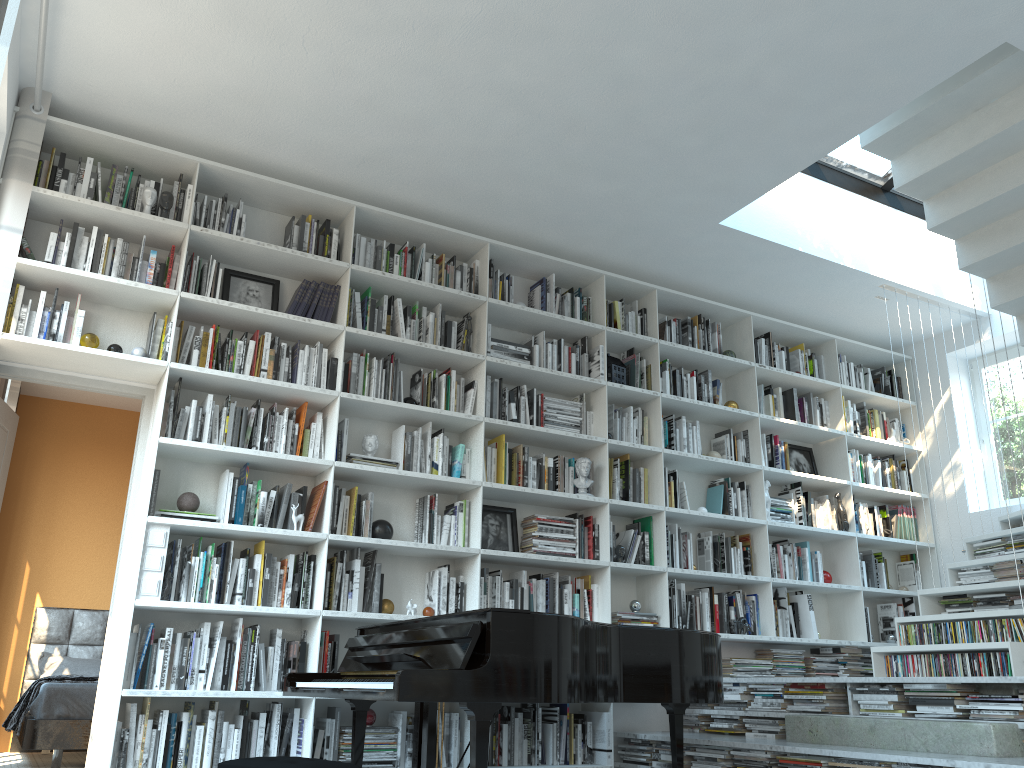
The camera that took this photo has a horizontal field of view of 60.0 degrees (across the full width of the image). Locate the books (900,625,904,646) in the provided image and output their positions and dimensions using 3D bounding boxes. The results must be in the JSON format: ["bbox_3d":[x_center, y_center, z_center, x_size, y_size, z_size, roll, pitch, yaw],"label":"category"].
[{"bbox_3d":[2.317,1.476,5.174,0.125,0.125,0.009,11,-21,-27],"label":"books"}]

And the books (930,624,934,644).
[{"bbox_3d":[2.414,1.420,5.008,0.125,0.125,0.008,11,-21,-27],"label":"books"}]

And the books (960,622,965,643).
[{"bbox_3d":[2.505,1.368,4.852,0.125,0.125,0.008,11,-21,-27],"label":"books"}]

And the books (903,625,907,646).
[{"bbox_3d":[2.328,1.469,5.155,0.125,0.125,0.008,11,-21,-27],"label":"books"}]

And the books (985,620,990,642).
[{"bbox_3d":[2.576,1.327,4.730,0.125,0.125,0.009,11,-21,-27],"label":"books"}]

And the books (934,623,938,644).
[{"bbox_3d":[2.425,1.413,4.988,0.125,0.125,0.007,11,-21,-27],"label":"books"}]

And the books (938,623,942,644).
[{"bbox_3d":[2.440,1.405,4.964,0.125,0.125,0.008,11,-21,-27],"label":"books"}]

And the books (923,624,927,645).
[{"bbox_3d":[2.391,1.433,5.047,0.125,0.125,0.007,11,-21,-27],"label":"books"}]

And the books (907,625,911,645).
[{"bbox_3d":[2.339,1.463,5.136,0.125,0.125,0.008,11,-21,-27],"label":"books"}]

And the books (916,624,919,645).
[{"bbox_3d":[2.368,1.446,5.086,0.125,0.125,0.008,11,-21,-27],"label":"books"}]

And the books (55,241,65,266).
[{"bbox_3d":[-2.198,-0.574,4.290,0.024,0.191,0.138,11,-21,-27],"label":"books"}]

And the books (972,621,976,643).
[{"bbox_3d":[2.539,1.348,4.793,0.125,0.125,0.009,11,-21,-27],"label":"books"}]

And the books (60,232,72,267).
[{"bbox_3d":[-2.165,-0.594,4.285,0.023,0.227,0.172,11,-21,-27],"label":"books"}]

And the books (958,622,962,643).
[{"bbox_3d":[2.498,1.372,4.864,0.125,0.125,0.008,11,-21,-27],"label":"books"}]

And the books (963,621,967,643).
[{"bbox_3d":[2.512,1.364,4.839,0.125,0.125,0.008,11,-21,-27],"label":"books"}]

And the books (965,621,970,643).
[{"bbox_3d":[2.519,1.359,4.827,0.125,0.125,0.008,11,-21,-27],"label":"books"}]

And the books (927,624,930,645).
[{"bbox_3d":[2.403,1.426,5.027,0.125,0.125,0.007,11,-21,-27],"label":"books"}]

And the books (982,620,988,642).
[{"bbox_3d":[2.569,1.331,4.741,0.125,0.125,0.018,11,-21,-27],"label":"books"}]

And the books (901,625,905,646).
[{"bbox_3d":[2.321,1.473,5.167,0.125,0.125,0.008,11,-21,-27],"label":"books"}]

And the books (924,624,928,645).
[{"bbox_3d":[2.395,1.431,5.040,0.125,0.125,0.009,11,-21,-27],"label":"books"}]

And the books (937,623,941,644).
[{"bbox_3d":[2.436,1.407,4.970,0.125,0.125,0.008,11,-21,-27],"label":"books"}]

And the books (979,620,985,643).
[{"bbox_3d":[2.560,1.336,4.758,0.125,0.125,0.007,11,-21,-27],"label":"books"}]

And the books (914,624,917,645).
[{"bbox_3d":[2.361,1.451,5.099,0.125,0.125,0.007,11,-21,-27],"label":"books"}]

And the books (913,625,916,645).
[{"bbox_3d":[2.357,1.452,5.105,0.125,0.125,0.007,11,-21,-27],"label":"books"}]

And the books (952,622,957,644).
[{"bbox_3d":[2.482,1.381,4.892,0.125,0.125,0.007,11,-21,-27],"label":"books"}]

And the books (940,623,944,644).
[{"bbox_3d":[2.443,1.403,4.958,0.125,0.125,0.008,11,-21,-27],"label":"books"}]

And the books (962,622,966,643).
[{"bbox_3d":[2.509,1.366,4.845,0.125,0.125,0.008,11,-21,-27],"label":"books"}]

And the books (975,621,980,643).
[{"bbox_3d":[2.544,1.345,4.784,0.125,0.125,0.016,11,-21,-27],"label":"books"}]

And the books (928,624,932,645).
[{"bbox_3d":[2.407,1.424,5.021,0.125,0.125,0.008,11,-21,-27],"label":"books"}]

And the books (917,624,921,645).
[{"bbox_3d":[2.372,1.444,5.080,0.125,0.125,0.008,11,-21,-27],"label":"books"}]

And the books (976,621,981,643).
[{"bbox_3d":[2.551,1.341,4.772,0.125,0.125,0.013,11,-21,-27],"label":"books"}]

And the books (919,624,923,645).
[{"bbox_3d":[2.377,1.441,5.072,0.125,0.125,0.010,11,-21,-27],"label":"books"}]

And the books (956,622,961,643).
[{"bbox_3d":[2.493,1.375,4.872,0.125,0.125,0.010,11,-21,-27],"label":"books"}]

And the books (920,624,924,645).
[{"bbox_3d":[2.382,1.438,5.063,0.125,0.125,0.010,11,-21,-27],"label":"books"}]

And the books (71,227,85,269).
[{"bbox_3d":[-2.131,-0.609,4.331,0.028,0.287,0.133,11,-21,-27],"label":"books"}]

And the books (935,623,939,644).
[{"bbox_3d":[2.429,1.411,4.982,0.125,0.125,0.007,11,-21,-27],"label":"books"}]

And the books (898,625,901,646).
[{"bbox_3d":[2.309,1.480,5.187,0.125,0.125,0.009,11,-21,-27],"label":"books"}]

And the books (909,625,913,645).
[{"bbox_3d":[2.348,1.458,5.121,0.125,0.125,0.012,11,-21,-27],"label":"books"}]

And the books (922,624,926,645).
[{"bbox_3d":[2.387,1.436,5.054,0.125,0.125,0.010,11,-21,-27],"label":"books"}]

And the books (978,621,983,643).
[{"bbox_3d":[2.556,1.339,4.765,0.125,0.125,0.009,11,-21,-27],"label":"books"}]

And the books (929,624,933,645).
[{"bbox_3d":[2.410,1.422,5.015,0.125,0.125,0.008,11,-21,-27],"label":"books"}]

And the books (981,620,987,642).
[{"bbox_3d":[2.564,1.334,4.750,0.125,0.125,0.012,11,-21,-27],"label":"books"}]

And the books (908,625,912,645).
[{"bbox_3d":[2.344,1.460,5.129,0.125,0.125,0.010,11,-21,-27],"label":"books"}]

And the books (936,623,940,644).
[{"bbox_3d":[2.433,1.409,4.976,0.125,0.125,0.007,11,-21,-27],"label":"books"}]

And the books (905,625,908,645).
[{"bbox_3d":[2.332,1.467,5.149,0.125,0.125,0.009,11,-21,-27],"label":"books"}]

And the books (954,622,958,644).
[{"bbox_3d":[2.485,1.379,4.885,0.125,0.125,0.007,11,-21,-27],"label":"books"}]

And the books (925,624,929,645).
[{"bbox_3d":[2.399,1.429,5.034,0.125,0.125,0.009,11,-21,-27],"label":"books"}]

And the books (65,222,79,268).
[{"bbox_3d":[-2.142,-0.617,4.300,0.023,0.281,0.186,11,-21,-27],"label":"books"}]

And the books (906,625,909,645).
[{"bbox_3d":[2.336,1.465,5.142,0.125,0.125,0.007,11,-21,-27],"label":"books"}]

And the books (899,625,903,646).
[{"bbox_3d":[2.314,1.478,5.180,0.125,0.125,0.008,11,-21,-27],"label":"books"}]

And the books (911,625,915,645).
[{"bbox_3d":[2.353,1.455,5.112,0.125,0.125,0.008,11,-21,-27],"label":"books"}]

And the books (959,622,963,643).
[{"bbox_3d":[2.502,1.370,4.857,0.125,0.125,0.008,11,-21,-27],"label":"books"}]

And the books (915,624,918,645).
[{"bbox_3d":[2.364,1.448,5.093,0.125,0.125,0.007,11,-21,-27],"label":"books"}]

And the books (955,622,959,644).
[{"bbox_3d":[2.489,1.377,4.879,0.125,0.125,0.007,11,-21,-27],"label":"books"}]

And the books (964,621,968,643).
[{"bbox_3d":[2.516,1.361,4.833,0.125,0.125,0.007,11,-21,-27],"label":"books"}]

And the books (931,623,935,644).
[{"bbox_3d":[2.418,1.418,5.002,0.125,0.125,0.008,11,-21,-27],"label":"books"}]

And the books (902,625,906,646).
[{"bbox_3d":[2.325,1.471,5.161,0.125,0.125,0.007,11,-21,-27],"label":"books"}]

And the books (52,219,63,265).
[{"bbox_3d":[-2.207,-0.630,4.289,0.012,0.295,0.163,11,-21,-27],"label":"books"}]

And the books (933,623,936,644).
[{"bbox_3d":[2.422,1.416,4.995,0.125,0.125,0.008,11,-21,-27],"label":"books"}]
